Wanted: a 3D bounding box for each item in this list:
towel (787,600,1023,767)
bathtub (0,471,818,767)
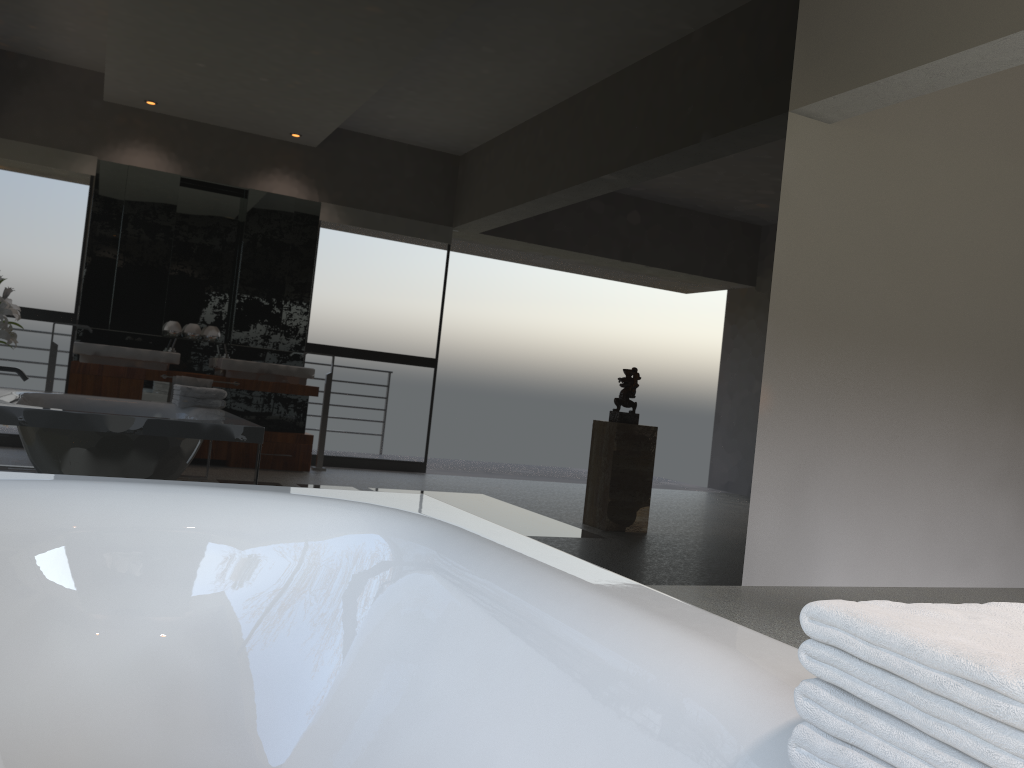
[{"bbox_3d":[0.430,0.268,0.661,0.305,0.145,0.322,7,-1,-23],"label":"towel"},{"bbox_3d":[-0.425,0.498,1.141,1.327,0.504,1.958,7,-1,-26],"label":"bathtub"}]
